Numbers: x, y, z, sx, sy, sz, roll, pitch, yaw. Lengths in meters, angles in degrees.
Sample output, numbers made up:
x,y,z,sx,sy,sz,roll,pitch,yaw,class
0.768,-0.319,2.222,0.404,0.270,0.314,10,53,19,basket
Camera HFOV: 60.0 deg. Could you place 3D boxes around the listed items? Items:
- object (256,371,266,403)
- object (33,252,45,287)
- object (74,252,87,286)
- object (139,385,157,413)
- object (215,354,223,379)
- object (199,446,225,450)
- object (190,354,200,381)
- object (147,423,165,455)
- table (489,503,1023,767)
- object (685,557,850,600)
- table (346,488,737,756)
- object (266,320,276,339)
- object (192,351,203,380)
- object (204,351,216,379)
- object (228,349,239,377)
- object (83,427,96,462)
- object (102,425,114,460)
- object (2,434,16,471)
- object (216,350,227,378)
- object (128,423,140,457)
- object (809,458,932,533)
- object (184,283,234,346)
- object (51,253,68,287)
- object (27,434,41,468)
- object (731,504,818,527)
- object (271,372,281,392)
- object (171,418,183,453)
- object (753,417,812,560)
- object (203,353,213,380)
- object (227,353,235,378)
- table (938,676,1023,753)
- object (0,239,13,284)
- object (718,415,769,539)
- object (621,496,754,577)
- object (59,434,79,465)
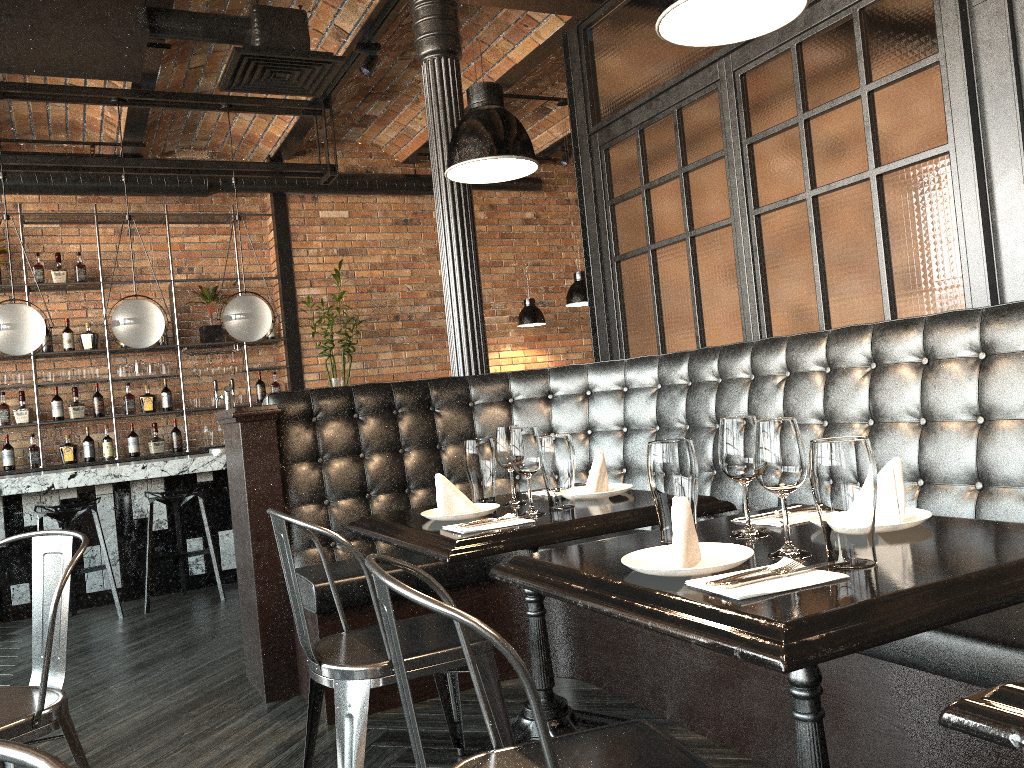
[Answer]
x,y,z,sx,sy,sz,roll,pitch,yaw,class
-2.320,0.030,8.185,0.086,0.299,0.086,-6,-1,22,object
-3.969,-0.960,7.434,0.083,0.282,0.083,-5,-1,-26,object
-3.690,-0.985,7.573,0.083,0.282,0.083,-5,-1,-41,object
-3.180,0.135,7.751,0.151,0.248,0.094,-5,-1,-17,object
-2.679,-0.171,8.100,0.092,0.244,0.092,-6,-1,13,object
-2.587,0.560,7.955,0.437,0.019,0.273,-5,-1,-26,object
-2.866,-0.154,8.007,0.092,0.244,0.092,-6,-1,13,object
-3.110,0.478,7.749,0.123,0.279,0.123,-5,-1,-38,object
0.565,0.682,1.673,0.872,0.758,0.872,-5,-1,-26,table
0.419,0.302,1.413,0.255,0.019,0.157,-5,-1,-21,object
0.079,0.745,2.661,0.872,0.758,0.872,-5,-1,-26,table
-2.261,-0.548,8.279,0.086,0.298,0.086,-6,-1,27,object
-2.793,-0.163,7.860,0.092,0.244,0.092,-6,-1,13,object
-2.695,-0.172,7.908,0.092,0.244,0.092,-6,-1,13,object
-2.514,-0.189,7.999,0.092,0.244,0.092,-6,-1,13,object
-3.597,0.513,7.537,0.086,0.298,0.086,-6,-1,22,object
-3.461,0.500,7.589,0.080,0.299,0.080,-5,-1,-24,object
-4.128,0.559,7.266,0.086,0.298,0.086,-6,-1,22,object
-2.606,-0.180,7.953,0.092,0.244,0.092,-6,-1,13,object
-3.282,0.483,7.687,0.086,0.298,0.086,-6,-1,22,object
0.718,0.224,1.795,0.232,0.139,0.232,-6,-1,35,object
-2.707,-0.638,7.996,0.398,0.560,0.374,-6,-1,36,object
-3.830,-0.970,7.504,0.123,0.279,0.123,-5,-1,-23,object
-3.960,0.552,7.340,0.083,0.282,0.083,-5,-1,-41,object
0.606,0.293,1.986,0.255,0.019,0.157,-5,-1,-26,object
-2.197,0.028,8.243,0.083,0.282,0.083,-5,-1,-16,object
-2.968,0.454,7.839,0.086,0.299,0.086,-6,-1,22,object
0.484,0.185,1.587,0.092,0.244,0.092,-6,-1,24,object
-2.767,-0.163,8.056,0.092,0.244,0.092,-6,-1,13,object
-2.587,-0.179,8.146,0.092,0.244,0.092,-6,-1,13,object
1.046,0.619,0.697,0.872,0.758,0.872,-5,-1,-26,table
-4.345,-1.047,7.295,0.425,0.526,0.430,-5,-1,-24,object
0.475,0.189,1.819,0.092,0.244,0.092,-5,-1,-10,object
0.306,0.261,1.578,0.232,0.139,0.232,-5,-1,-42,object
-3.726,0.549,7.455,0.151,0.248,0.094,-5,-1,-17,object
